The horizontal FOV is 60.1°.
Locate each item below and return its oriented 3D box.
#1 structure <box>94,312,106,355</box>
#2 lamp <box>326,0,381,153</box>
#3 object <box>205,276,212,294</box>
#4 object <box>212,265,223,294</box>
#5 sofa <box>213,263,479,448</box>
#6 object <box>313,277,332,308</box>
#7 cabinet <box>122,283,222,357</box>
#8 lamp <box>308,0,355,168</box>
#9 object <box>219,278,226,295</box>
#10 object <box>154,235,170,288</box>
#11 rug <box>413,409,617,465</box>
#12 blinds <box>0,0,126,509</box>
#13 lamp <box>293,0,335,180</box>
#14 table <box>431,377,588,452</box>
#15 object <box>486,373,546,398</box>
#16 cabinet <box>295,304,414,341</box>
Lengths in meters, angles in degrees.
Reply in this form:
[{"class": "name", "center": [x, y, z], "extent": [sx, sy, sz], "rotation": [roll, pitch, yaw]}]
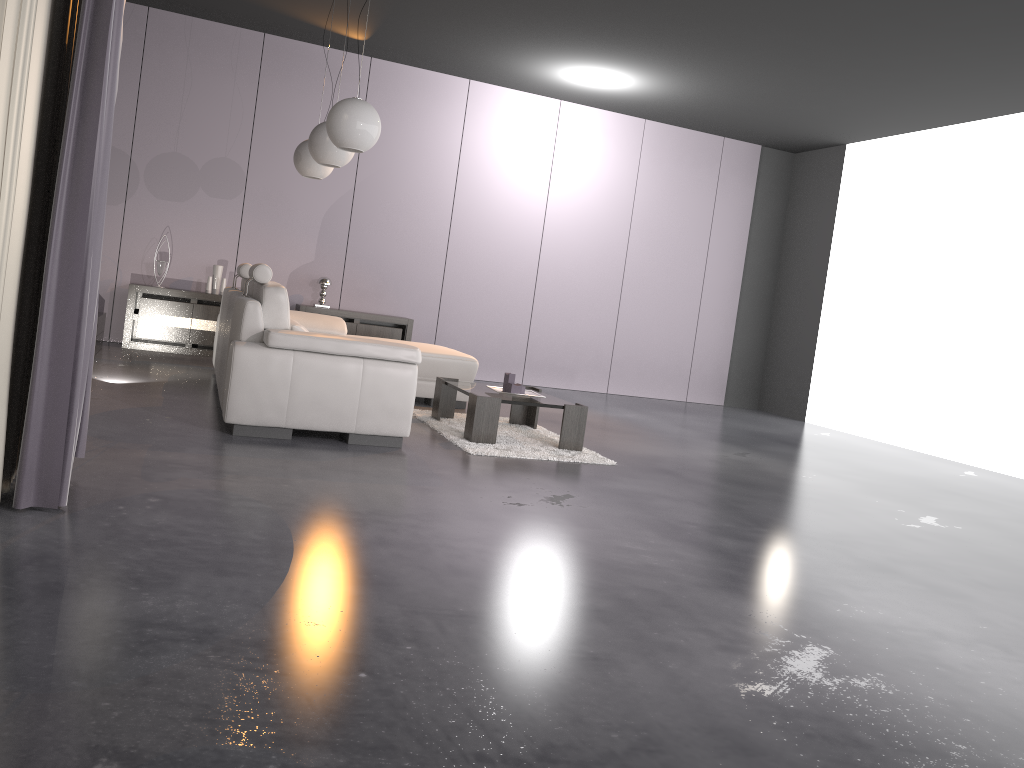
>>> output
[{"class": "structure", "center": [-2.393, 0.072, 3.084], "extent": [0.998, 0.300, 8.813], "rotation": [6, 5, -20]}, {"class": "lamp", "center": [-0.815, -2.019, 4.973], "extent": [0.308, 1.412, 0.306], "rotation": [10, 3, 37]}, {"class": "object", "center": [-2.724, -0.891, 7.968], "extent": [0.051, 0.152, 0.051], "rotation": [6, 3, -42]}, {"class": "object", "center": [-2.690, -0.952, 8.068], "extent": [0.089, 0.263, 0.089], "rotation": [9, 3, 31]}, {"class": "sofa", "center": [-0.965, -0.266, 5.924], "extent": [1.865, 0.857, 2.875], "rotation": [6, 5, -20]}, {"class": "object", "center": [-1.780, -0.869, 8.355], "extent": [0.140, 0.283, 0.141], "rotation": [7, 3, -20]}, {"class": "cabinet", "center": [-2.881, -0.555, 7.959], "extent": [1.070, 0.554, 0.379], "rotation": [6, 3, -20]}, {"class": "lamp", "center": [-1.101, -2.129, 5.776], "extent": [0.306, 1.412, 0.308], "rotation": [7, 2, -17]}, {"class": "object", "center": [-2.611, -0.879, 8.010], "extent": [0.051, 0.152, 0.051], "rotation": [6, 3, -42]}, {"class": "object", "center": [-3.097, -1.089, 7.832], "extent": [0.123, 0.465, 0.108], "rotation": [7, 3, -19]}, {"class": "rug", "center": [-0.063, 0.314, 5.559], "extent": [0.914, 0.023, 1.533], "rotation": [6, 5, -20]}, {"class": "blinds", "center": [-1.364, -1.133, 2.867], "extent": [0.248, 2.990, 3.303], "rotation": [7, 4, -20]}, {"class": "lamp", "center": [-1.402, -2.244, 6.611], "extent": [0.306, 1.412, 0.308], "rotation": [7, 2, -17]}, {"class": "table", "center": [-0.041, 0.177, 5.570], "extent": [0.699, 0.270, 0.909], "rotation": [6, 5, -20]}, {"class": "object", "center": [0.025, 0.001, 5.455], "extent": [0.304, 0.136, 0.305], "rotation": [7, 5, -16]}, {"class": "cabinet", "center": [-1.532, -0.415, 8.454], "extent": [1.070, 0.554, 0.379], "rotation": [6, 3, -20]}]
